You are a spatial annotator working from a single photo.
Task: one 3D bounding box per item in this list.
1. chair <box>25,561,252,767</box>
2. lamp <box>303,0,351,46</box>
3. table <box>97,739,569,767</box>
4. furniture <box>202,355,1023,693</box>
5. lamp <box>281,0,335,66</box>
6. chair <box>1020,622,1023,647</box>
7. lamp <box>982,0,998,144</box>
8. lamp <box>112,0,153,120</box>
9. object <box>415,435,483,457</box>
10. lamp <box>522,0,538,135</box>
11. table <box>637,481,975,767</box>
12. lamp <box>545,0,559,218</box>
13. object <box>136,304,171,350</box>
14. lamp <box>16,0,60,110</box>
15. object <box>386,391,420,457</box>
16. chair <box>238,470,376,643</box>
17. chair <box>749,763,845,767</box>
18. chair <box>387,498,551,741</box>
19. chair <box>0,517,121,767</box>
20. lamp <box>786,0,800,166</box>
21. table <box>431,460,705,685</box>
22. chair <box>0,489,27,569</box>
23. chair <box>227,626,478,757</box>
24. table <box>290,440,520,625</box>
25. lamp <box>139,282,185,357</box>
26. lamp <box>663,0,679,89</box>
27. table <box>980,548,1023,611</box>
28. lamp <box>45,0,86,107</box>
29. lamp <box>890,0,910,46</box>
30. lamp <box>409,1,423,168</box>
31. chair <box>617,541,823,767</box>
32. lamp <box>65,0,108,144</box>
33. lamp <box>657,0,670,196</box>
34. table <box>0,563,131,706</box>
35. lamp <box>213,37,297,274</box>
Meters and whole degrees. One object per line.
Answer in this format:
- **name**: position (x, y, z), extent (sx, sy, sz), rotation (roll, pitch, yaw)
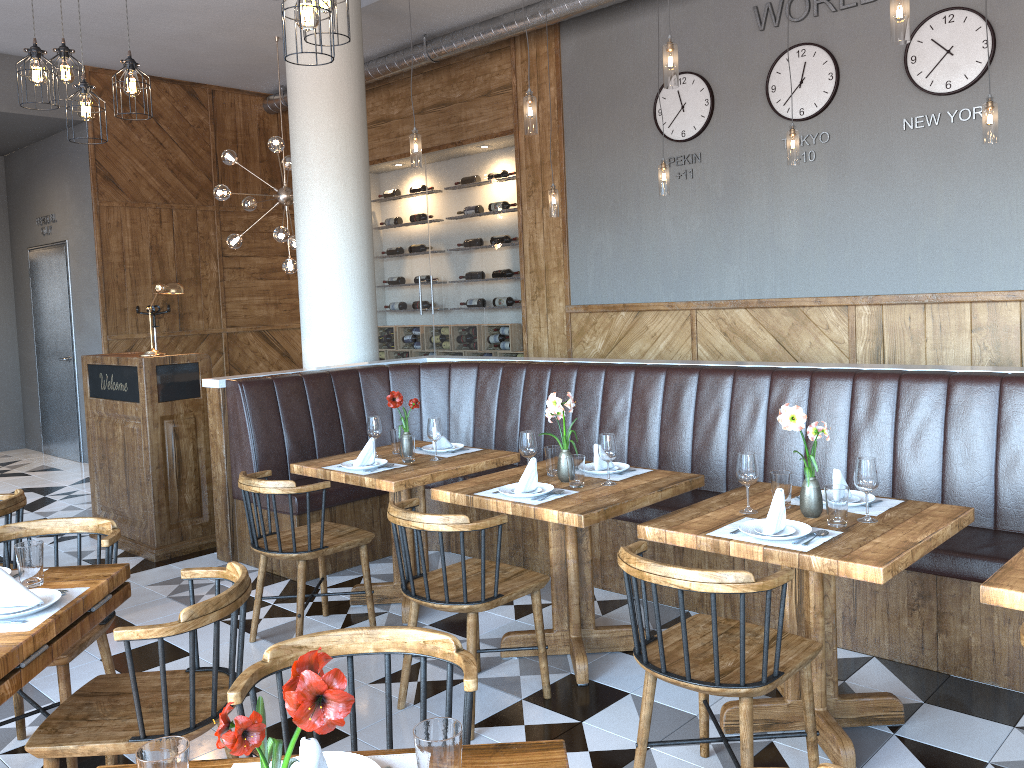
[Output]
- **chair**: position (-1.003, 0.971, 2.502), extent (0.550, 0.815, 0.521), rotation (-3, 4, -1)
- **lamp**: position (-0.754, -2.348, 3.339), extent (0.175, 2.066, 0.175), rotation (-3, 3, -6)
- **table**: position (-0.299, 1.093, 1.216), extent (0.864, 0.762, 0.867), rotation (-3, 5, -1)
- **furniture**: position (1.125, 0.560, 4.031), extent (6.590, 1.147, 1.922), rotation (3, 7, 43)
- **lamp**: position (-0.773, -2.195, 3.127), extent (0.175, 2.066, 0.175), rotation (-1, 4, 27)
- **chair**: position (1.423, 0.922, 1.918), extent (0.519, 0.815, 0.551), rotation (1, 5, 43)
- **lamp**: position (2.614, -2.315, 4.867), extent (0.078, 1.959, 0.078), rotation (-5, 4, -39)
- **lamp**: position (-2.000, -2.409, 4.520), extent (0.175, 2.066, 0.175), rotation (-5, 4, -36)
- **object**: position (-0.376, 0.293, 4.807), extent (0.352, 0.137, 0.272), rotation (2, 7, 43)
- **lamp**: position (0.071, -2.469, 5.233), extent (0.078, 1.959, 0.078), rotation (-1, 4, 29)
- **table**: position (1.053, 0.845, 3.140), extent (0.850, 0.762, 0.852), rotation (2, 6, 43)
- **lamp**: position (0.298, -2.319, 7.070), extent (0.078, 1.959, 0.078), rotation (-3, 3, -14)
- **object**: position (-3.622, 0.020, 9.081), extent (0.375, 1.654, 0.375), rotation (-4, 4, -24)
- **lamp**: position (-2.416, -2.421, 4.388), extent (0.175, 2.066, 0.175), rotation (-3, 3, -14)
- **object**: position (-0.575, 0.210, 4.624), extent (0.171, 0.354, 0.156), rotation (0, 4, 37)
- **chair**: position (-0.978, 0.805, 4.191), extent (0.519, 0.815, 0.551), rotation (1, 5, 43)
- **chair**: position (0.347, 1.037, 1.223), extent (0.550, 0.815, 0.521), rotation (-3, 4, -1)
- **chair**: position (-0.178, 0.844, 3.434), extent (0.519, 0.815, 0.551), rotation (1, 5, 43)
- **chair**: position (-1.665, 0.939, 3.129), extent (0.519, 0.815, 0.551), rotation (-3, 4, -1)
- **lamp**: position (1.773, -2.390, 5.660), extent (0.078, 1.959, 0.078), rotation (-3, 3, -12)
- **table**: position (0.262, 0.806, 3.889), extent (0.850, 0.762, 0.852), rotation (2, 6, 43)
- **chair**: position (-2.377, 0.905, 3.802), extent (0.550, 0.815, 0.521), rotation (-3, 4, -1)
- **chair**: position (-0.315, 1.005, 1.850), extent (0.519, 0.815, 0.551), rotation (-3, 4, -1)
- **table**: position (-0.540, 0.767, 4.648), extent (0.850, 0.762, 0.852), rotation (2, 6, 43)
- **lamp**: position (-2.329, -0.301, 5.903), extent (0.170, 0.755, 0.446), rotation (-1, 4, 19)
- **lamp**: position (0.786, -2.518, 4.549), extent (0.078, 1.959, 0.078), rotation (-3, 3, -12)
- **table**: position (1.855, 0.884, 2.381), extent (0.850, 0.762, 0.852), rotation (2, 6, 43)
- **lamp**: position (-2.375, -2.499, 4.588), extent (0.175, 2.066, 0.175), rotation (-3, 3, -3)
- **lamp**: position (1.627, -2.443, 3.756), extent (0.078, 1.959, 0.078), rotation (-4, 4, -28)
- **lamp**: position (-0.689, -2.448, 5.959), extent (0.078, 1.959, 0.078), rotation (-3, 3, -14)
- **chair**: position (0.622, 0.883, 2.676), extent (0.519, 0.815, 0.551), rotation (1, 5, 43)
- **lamp**: position (-2.197, -2.261, 4.440), extent (0.175, 2.066, 0.175), rotation (-3, 3, -3)
- **lamp**: position (1.058, -2.340, 6.344), extent (0.078, 1.959, 0.078), rotation (-1, 4, 29)
- **table**: position (-1.649, 1.027, 2.495), extent (0.864, 0.762, 0.867), rotation (-3, 5, -1)
- **lamp**: position (-2.130, -2.122, 8.263), extent (1.186, 2.187, 1.164), rotation (-2, 4, 5)
